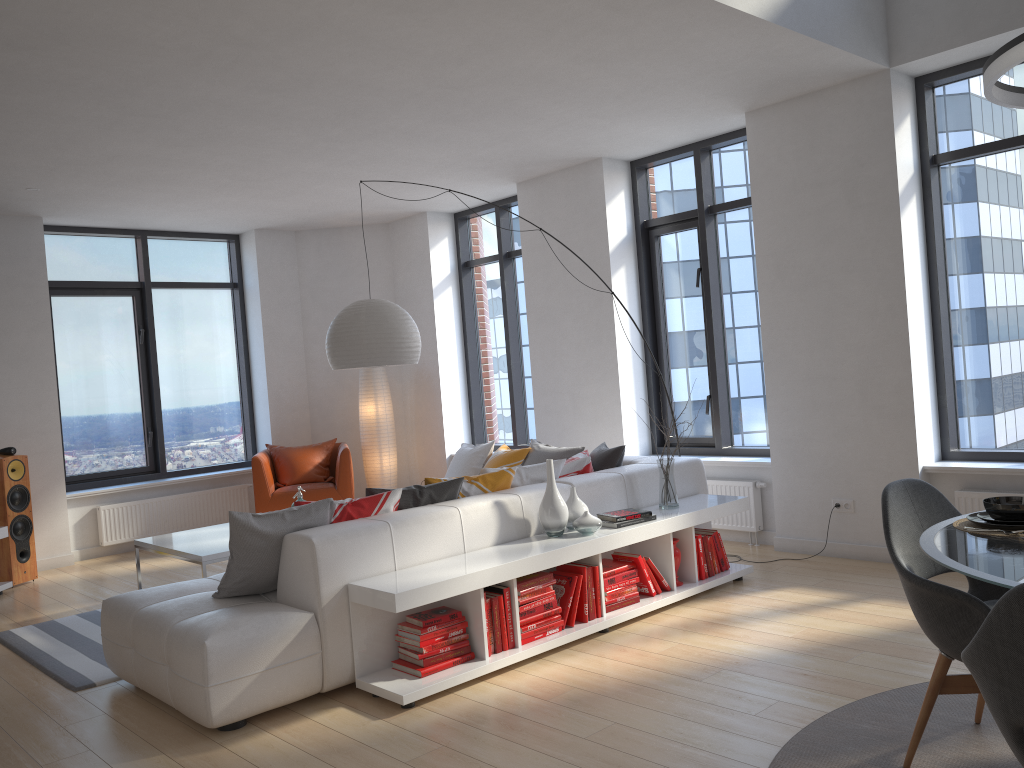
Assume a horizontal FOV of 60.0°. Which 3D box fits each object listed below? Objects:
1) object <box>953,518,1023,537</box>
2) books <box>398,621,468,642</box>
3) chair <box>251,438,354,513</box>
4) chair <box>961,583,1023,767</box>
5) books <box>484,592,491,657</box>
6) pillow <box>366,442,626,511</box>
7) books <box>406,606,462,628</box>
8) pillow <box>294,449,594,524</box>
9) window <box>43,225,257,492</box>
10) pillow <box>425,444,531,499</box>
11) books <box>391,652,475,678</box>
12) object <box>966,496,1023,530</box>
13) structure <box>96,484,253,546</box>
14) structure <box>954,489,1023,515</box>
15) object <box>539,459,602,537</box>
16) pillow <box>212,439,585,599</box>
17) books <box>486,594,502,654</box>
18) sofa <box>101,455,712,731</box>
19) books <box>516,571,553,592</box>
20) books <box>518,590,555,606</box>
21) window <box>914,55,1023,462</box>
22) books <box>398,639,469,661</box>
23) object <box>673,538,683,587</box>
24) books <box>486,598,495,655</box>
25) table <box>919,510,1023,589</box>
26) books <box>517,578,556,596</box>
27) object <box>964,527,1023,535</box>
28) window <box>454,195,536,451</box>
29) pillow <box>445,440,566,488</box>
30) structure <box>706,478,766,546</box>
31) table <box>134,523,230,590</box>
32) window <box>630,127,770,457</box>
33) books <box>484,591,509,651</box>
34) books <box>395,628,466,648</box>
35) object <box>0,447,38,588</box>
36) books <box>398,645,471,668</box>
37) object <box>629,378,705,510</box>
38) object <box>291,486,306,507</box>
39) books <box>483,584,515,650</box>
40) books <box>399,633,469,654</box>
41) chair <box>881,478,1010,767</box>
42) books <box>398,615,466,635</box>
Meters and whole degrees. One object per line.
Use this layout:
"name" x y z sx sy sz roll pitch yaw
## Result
"object" 1.555 0.433 2.727 0.360 0.002 0.360 -4 1 0
"books" -0.358 1.106 4.014 0.269 0.028 0.179 -5 1 -41
"chair" -1.942 0.974 8.371 0.896 0.858 0.843 -5 1 -10
"chair" 1.318 0.792 1.836 0.619 0.891 0.655 -5 1 -41
"books" -0.186 1.103 4.110 0.036 0.294 0.208 -5 1 -42
"pillow" 0.008 0.660 5.229 0.608 0.436 2.120 -4 1 43
"books" -0.354 1.053 4.013 0.206 0.029 0.152 -5 1 -36
"pillow" -0.224 0.708 5.003 0.575 0.449 2.250 -4 1 45
"window" -3.501 -0.281 8.593 1.960 2.402 0.170 -5 1 -42
"pillow" -0.204 0.685 5.760 0.630 0.440 2.095 -4 1 5
"books" -0.355 1.247 4.000 0.301 0.032 0.227 -5 1 -42
"object" 1.544 0.396 2.734 0.258 0.074 0.258 -4 1 28
"structure" -3.134 1.268 8.392 1.474 0.460 0.110 -5 1 -42
"structure" 3.007 0.836 4.904 0.110 0.460 1.015 -5 1 -42
"object" 0.277 0.584 4.645 0.316 0.398 0.319 -5 1 -18
"pillow" -0.521 0.698 5.182 0.647 0.453 2.953 -4 1 35
"books" -0.137 1.115 4.159 0.034 0.259 0.207 -5 1 -42
"sofa" -0.824 0.991 5.550 3.424 0.732 2.614 -5 1 -42
"books" 0.039 0.957 4.328 0.206 0.034 0.259 -4 1 45
"books" 0.065 1.034 4.334 0.236 0.023 0.178 -5 1 -42
"window" 3.105 -0.750 5.129 0.170 2.402 1.310 -5 1 -42
"books" -0.354 1.184 4.004 0.266 0.026 0.187 -5 1 -37
"object" 0.908 1.020 5.077 0.125 0.258 0.125 -4 1 25
"books" -0.161 1.118 4.135 0.031 0.255 0.181 -5 1 -42
"table" 1.911 0.795 2.308 1.499 0.764 1.499 -4 1 37
"books" 0.060 0.985 4.335 0.187 0.026 0.266 -4 1 42
"object" 1.547 0.426 2.720 0.309 0.015 0.206 -5 1 -38
"window" 0.006 -0.554 8.524 0.170 2.402 1.310 -5 1 -42
"pillow" -0.228 0.664 6.078 0.580 0.456 2.156 -5 1 -17
"structure" 1.458 0.934 6.600 0.110 0.460 1.015 -5 1 -42
"table" -1.734 1.195 5.876 1.091 0.435 1.091 -5 1 -42
"window" 1.556 -0.652 6.826 0.170 2.402 1.310 -5 1 -42
"books" -0.102 1.111 4.177 0.042 0.259 0.195 -5 1 -42
"books" -0.370 1.134 4.024 0.261 0.028 0.191 -5 1 -43
"object" -4.041 1.045 6.982 0.434 1.088 0.290 -4 1 18
"books" -0.351 1.213 4.017 0.259 0.034 0.206 -5 1 -39
"object" 0.947 0.350 5.163 0.406 0.744 0.607 -5 1 -2
"object" -1.486 0.824 5.915 0.330 0.265 0.330 -5 1 -18
"books" -0.081 1.093 4.204 0.049 0.291 0.214 -5 1 -42
"books" -0.353 1.158 4.016 0.257 0.025 0.182 -5 1 -42
"chair" 1.535 0.762 2.802 0.655 0.891 0.619 -5 1 -36
"books" -0.364 1.080 4.015 0.254 0.025 0.178 -5 1 -43
